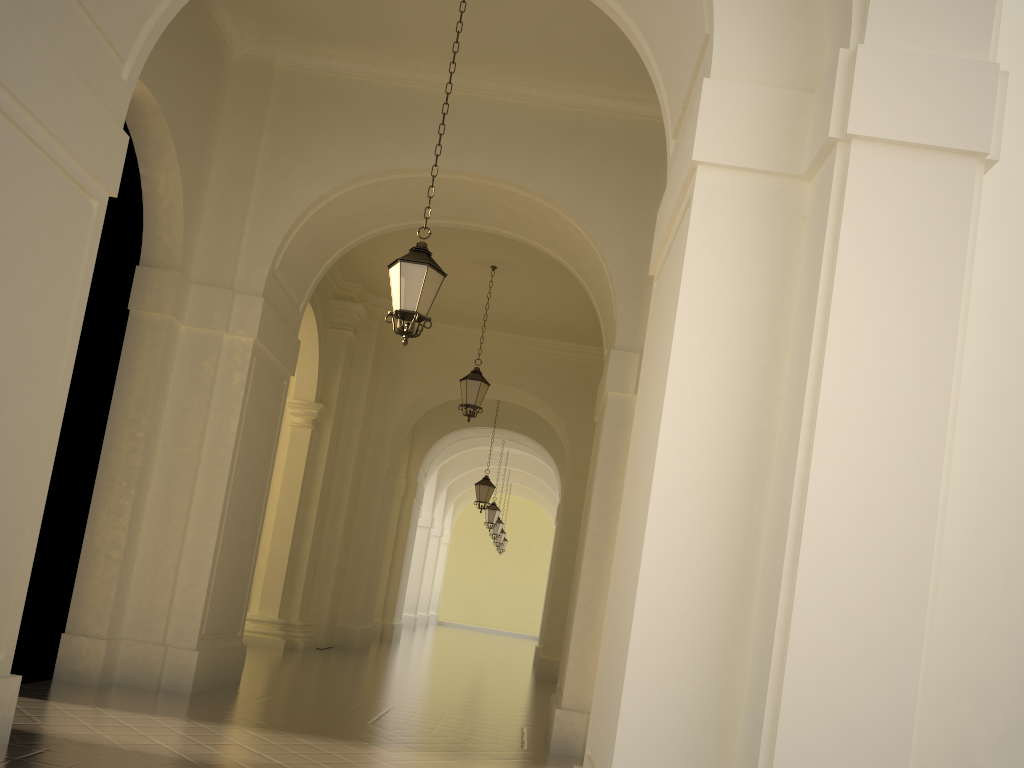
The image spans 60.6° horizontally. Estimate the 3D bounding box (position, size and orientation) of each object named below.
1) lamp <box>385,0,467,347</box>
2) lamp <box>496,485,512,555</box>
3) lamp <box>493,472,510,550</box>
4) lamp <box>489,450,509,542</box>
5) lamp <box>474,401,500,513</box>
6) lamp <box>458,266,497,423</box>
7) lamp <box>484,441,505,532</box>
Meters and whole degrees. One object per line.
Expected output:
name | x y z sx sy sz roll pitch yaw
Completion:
lamp | -0.630 -1.909 7.360 0.448 3.259 0.511 12 -6 -27
lamp | -0.249 5.573 36.749 0.510 3.259 0.449 9 -5 2
lamp | -0.298 4.609 32.963 0.510 3.259 0.449 9 -5 2
lamp | -0.348 3.639 29.154 0.510 3.259 0.449 9 -5 2
lamp | -0.463 1.372 20.246 0.448 3.259 0.511 12 -6 -27
lamp | -0.488 -0.634 13.857 0.439 2.526 0.521 6 -7 32
lamp | -0.398 2.652 25.274 0.510 3.259 0.449 9 -5 2
